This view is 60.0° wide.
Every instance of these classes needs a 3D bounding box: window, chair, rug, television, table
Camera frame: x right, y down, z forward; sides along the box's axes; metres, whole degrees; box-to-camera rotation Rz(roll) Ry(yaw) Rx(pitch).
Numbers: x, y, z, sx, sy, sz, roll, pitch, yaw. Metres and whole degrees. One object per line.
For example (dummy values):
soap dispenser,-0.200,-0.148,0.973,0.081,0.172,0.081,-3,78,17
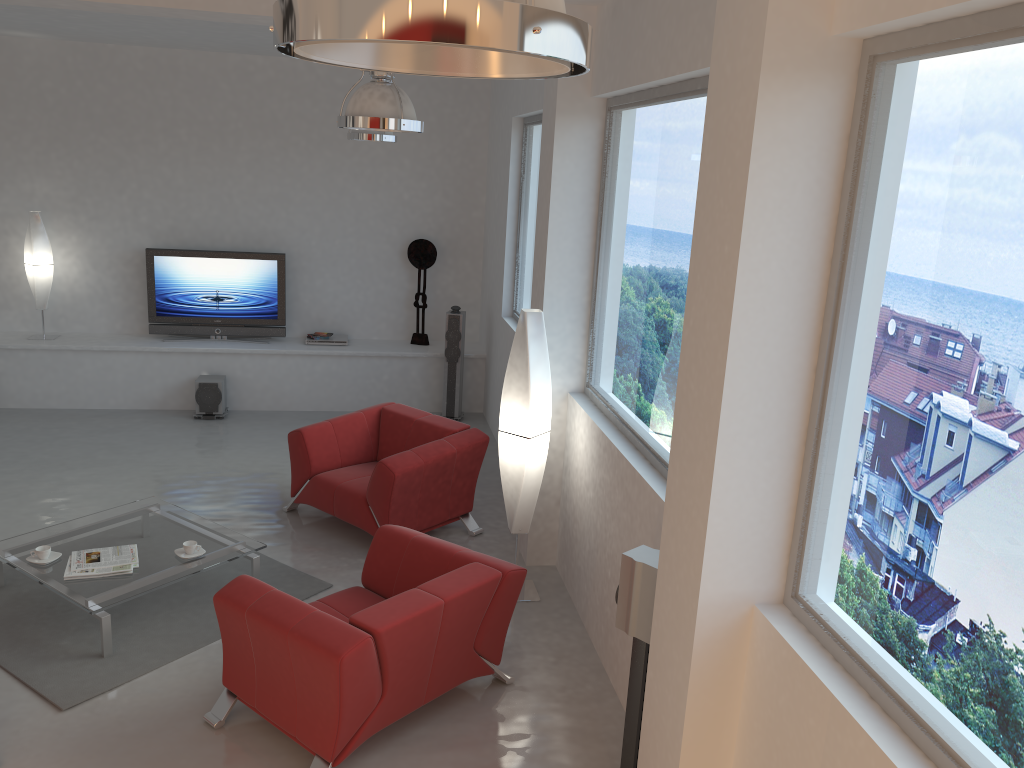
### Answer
window,1.211,0.167,1.651,0.100,1.800,2.400,1,14,-10
window,0.754,-0.522,4.326,0.100,1.800,2.400,1,14,-10
chair,-0.916,0.648,6.425,1.288,0.738,0.951,15,18,38
rug,-2.286,1.229,5.272,1.700,0.025,1.700,13,17,34
window,0.297,-1.211,7.001,0.100,1.800,2.400,1,14,-10
television,-3.027,-0.906,9.120,1.356,0.919,0.343,1,14,-10
chair,-0.670,1.202,4.245,0.951,0.738,1.288,15,18,38
table,-2.270,1.086,5.247,1.162,0.286,1.097,13,17,34

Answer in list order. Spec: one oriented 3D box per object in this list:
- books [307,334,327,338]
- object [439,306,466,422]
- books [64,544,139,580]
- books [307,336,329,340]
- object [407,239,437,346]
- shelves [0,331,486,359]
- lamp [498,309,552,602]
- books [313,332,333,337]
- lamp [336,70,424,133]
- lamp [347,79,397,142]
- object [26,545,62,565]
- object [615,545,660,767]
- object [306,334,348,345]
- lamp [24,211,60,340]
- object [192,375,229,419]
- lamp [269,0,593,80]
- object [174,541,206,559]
books,-2.047,-0.512,9.362,0.190,0.015,0.135,-5,16,-29
object,-0.593,-0.219,9.074,0.255,1.184,0.273,4,14,5
books,-2.283,0.990,4.965,0.367,0.035,0.345,-2,15,-20
books,-2.047,-0.496,9.363,0.190,0.015,0.135,-10,19,-44
object,-0.965,-0.978,9.454,0.331,1.130,0.108,7,14,14
shelves,-3.030,-0.408,9.125,5.500,0.050,0.650,1,14,-10
lamp,0.066,0.436,5.341,0.313,1.779,0.313,-1,15,-18
books,-1.995,-0.524,9.363,0.190,0.015,0.135,3,14,0
lamp,-0.562,-1.518,3.852,0.379,0.800,0.379,8,15,18
lamp,-1.051,-2.256,6.718,0.379,0.800,0.379,11,16,28
object,-2.623,0.952,4.968,0.153,0.069,0.153,7,14,16
object,0.524,1.226,3.651,0.214,1.112,0.229,-10,19,-44
object,-1.960,-0.473,9.412,0.430,0.045,0.352,1,14,-10
lamp,-4.641,-1.066,8.716,0.263,1.239,0.263,-1,15,-18
object,-2.985,0.129,8.789,0.336,0.374,0.337,1,14,-10
lamp,-0.072,-0.779,0.985,0.379,0.800,0.379,-8,18,-38
object,-1.865,0.954,5.137,0.153,0.069,0.153,-10,19,-42
